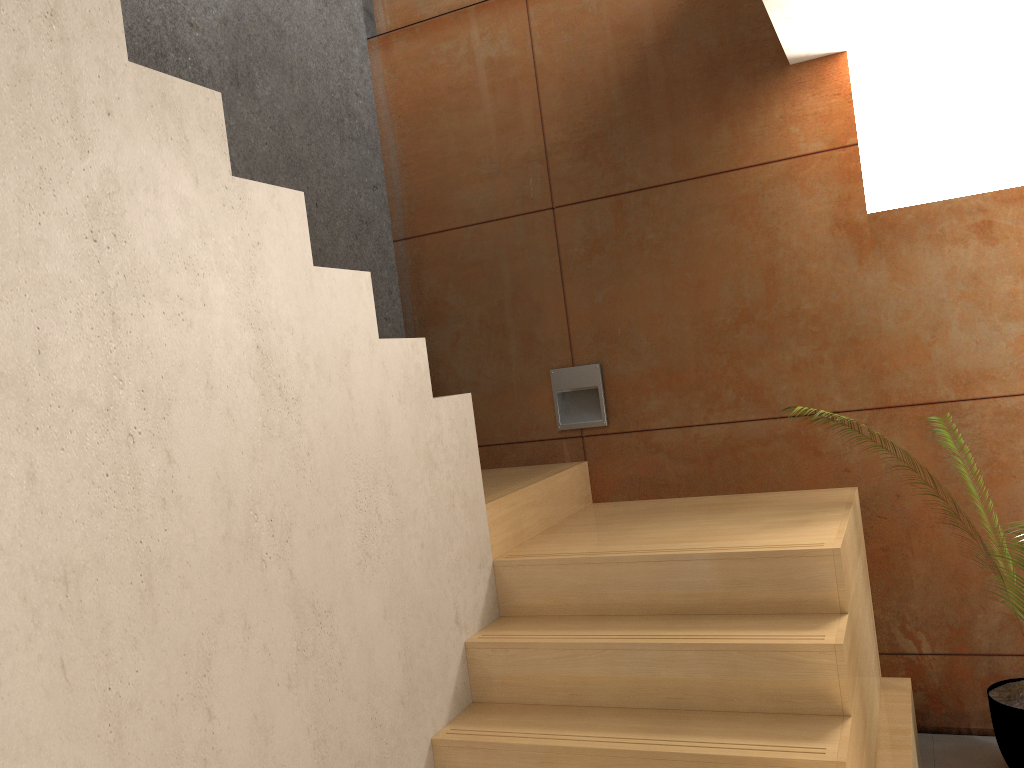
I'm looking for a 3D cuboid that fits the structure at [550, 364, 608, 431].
[{"bbox_3d":[0.296,0.054,3.767,0.220,0.260,0.096,-7,1,24],"label":"structure"}]

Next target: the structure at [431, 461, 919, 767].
[{"bbox_3d":[0.064,0.928,2.581,1.950,1.110,2.400,-7,1,24],"label":"structure"}]

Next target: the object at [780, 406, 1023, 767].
[{"bbox_3d":[0.217,0.922,0.651,4.200,1.455,6.200,-7,1,24],"label":"object"}]
